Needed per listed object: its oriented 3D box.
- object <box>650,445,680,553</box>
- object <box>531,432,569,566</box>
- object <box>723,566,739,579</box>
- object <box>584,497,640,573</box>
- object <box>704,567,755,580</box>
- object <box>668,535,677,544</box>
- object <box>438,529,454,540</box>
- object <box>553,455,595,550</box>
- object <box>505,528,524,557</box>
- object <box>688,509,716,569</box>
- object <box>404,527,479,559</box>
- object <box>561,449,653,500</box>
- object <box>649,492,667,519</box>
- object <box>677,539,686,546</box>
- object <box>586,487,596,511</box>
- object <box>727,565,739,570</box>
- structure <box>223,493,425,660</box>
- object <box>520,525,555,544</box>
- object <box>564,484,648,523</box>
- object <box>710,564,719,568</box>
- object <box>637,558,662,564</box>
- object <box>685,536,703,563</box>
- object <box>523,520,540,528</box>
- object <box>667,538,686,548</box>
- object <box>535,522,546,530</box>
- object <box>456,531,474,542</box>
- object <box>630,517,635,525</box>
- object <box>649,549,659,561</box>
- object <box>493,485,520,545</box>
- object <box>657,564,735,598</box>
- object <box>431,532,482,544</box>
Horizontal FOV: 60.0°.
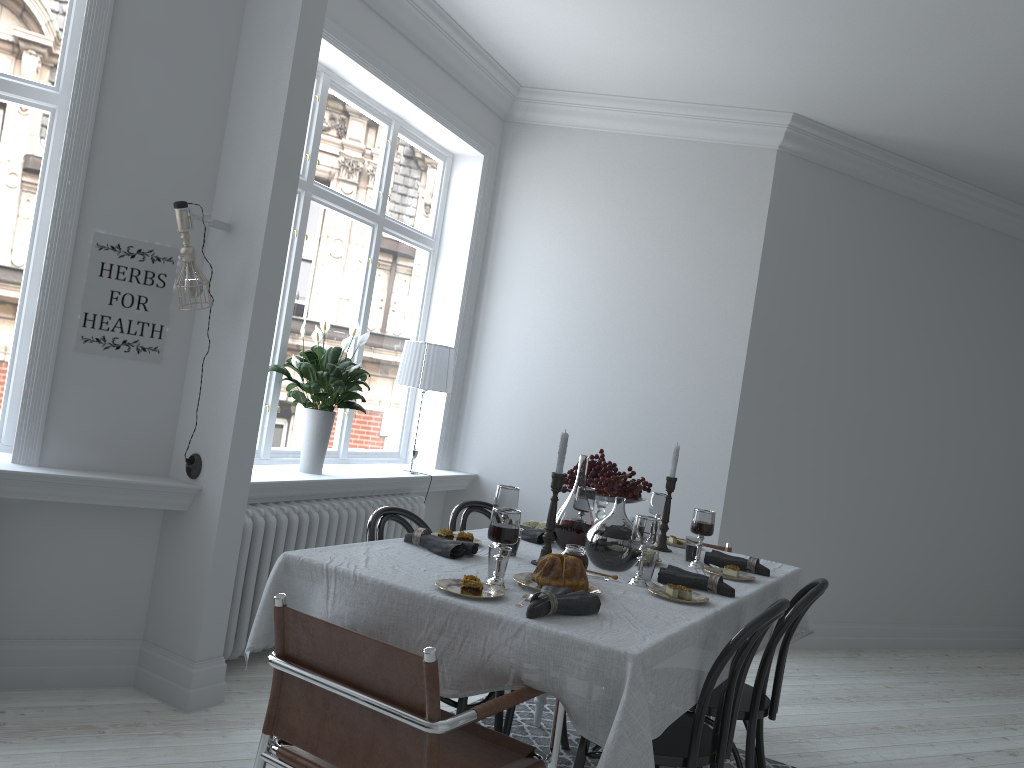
[{"bbox_3d":[0.637,0.460,3.601,0.089,0.432,0.089,9,-1,-6],"label":"object"},{"bbox_3d":[0.138,0.370,2.861,0.089,0.432,0.089,9,-1,-6],"label":"object"},{"bbox_3d":[0.789,0.677,3.190,0.057,0.037,0.021,8,-1,42],"label":"object"},{"bbox_3d":[0.345,0.500,2.962,0.194,0.245,0.194,8,-1,45],"label":"object"},{"bbox_3d":[0.784,0.689,3.203,0.182,0.013,0.182,9,-1,-14],"label":"object"},{"bbox_3d":[0.694,0.673,3.826,0.021,0.037,0.057,9,-1,-8],"label":"object"},{"bbox_3d":[-0.226,0.516,3.034,0.036,0.039,0.051,8,-1,39],"label":"object"},{"bbox_3d":[0.240,0.435,3.253,0.152,0.352,0.152,8,-1,22],"label":"object"},{"bbox_3d":[-0.001,0.521,2.926,0.066,0.094,0.066,10,-1,-40],"label":"object"},{"bbox_3d":[0.701,0.577,3.298,0.083,0.215,0.083,9,-1,-24],"label":"object"},{"bbox_3d":[-0.241,0.500,2.799,0.247,0.061,0.165,9,-1,11],"label":"object"},{"bbox_3d":[0.404,0.383,3.708,0.347,0.215,0.318,8,-1,24],"label":"object"},{"bbox_3d":[0.617,0.572,3.763,0.083,0.215,0.083,9,-1,-24],"label":"object"},{"bbox_3d":[0.732,0.688,3.841,0.037,0.021,0.057,9,-1,-28],"label":"object"},{"bbox_3d":[0.276,0.514,3.491,0.083,0.215,0.083,9,-1,-33],"label":"object"},{"bbox_3d":[0.802,0.679,3.228,0.051,0.039,0.036,9,-1,11],"label":"object"},{"bbox_3d":[-0.952,0.939,4.401,0.245,0.753,1.710,8,-1,24],"label":"structure"},{"bbox_3d":[0.040,0.553,3.342,0.247,0.061,0.165,9,-1,11],"label":"object"},{"bbox_3d":[0.368,0.544,3.701,0.367,0.188,0.367,9,-1,13],"label":"object"},{"bbox_3d":[0.801,0.694,3.323,0.131,0.012,0.031,8,-1,29],"label":"object"},{"bbox_3d":[0.420,0.632,3.246,0.251,0.018,0.251,9,-1,-29],"label":"object"},{"bbox_3d":[0.694,0.637,3.403,0.066,0.094,0.066,10,-1,-40],"label":"object"},{"bbox_3d":[0.079,0.574,3.586,0.040,0.039,0.077,8,-1,31],"label":"object"},{"bbox_3d":[0.723,0.690,3.834,0.182,0.013,0.182,9,-1,-19],"label":"object"},{"bbox_3d":[0.115,0.578,3.565,0.039,0.040,0.078,8,-1,36],"label":"object"},{"bbox_3d":[-0.159,0.525,3.032,0.057,0.041,0.038,9,-1,13],"label":"object"},{"bbox_3d":[0.528,0.618,3.761,0.066,0.094,0.066,10,-1,-40],"label":"object"},{"bbox_3d":[0.498,0.619,3.197,0.039,0.040,0.078,8,-1,36],"label":"object"},{"bbox_3d":[-0.028,0.460,3.048,0.083,0.215,0.083,9,-1,-24],"label":"object"},{"bbox_3d":[0.601,0.633,2.895,0.247,0.061,0.165,9,-1,11],"label":"object"},{"bbox_3d":[-0.194,0.534,3.035,0.182,0.013,0.182,9,-1,-29],"label":"object"}]
